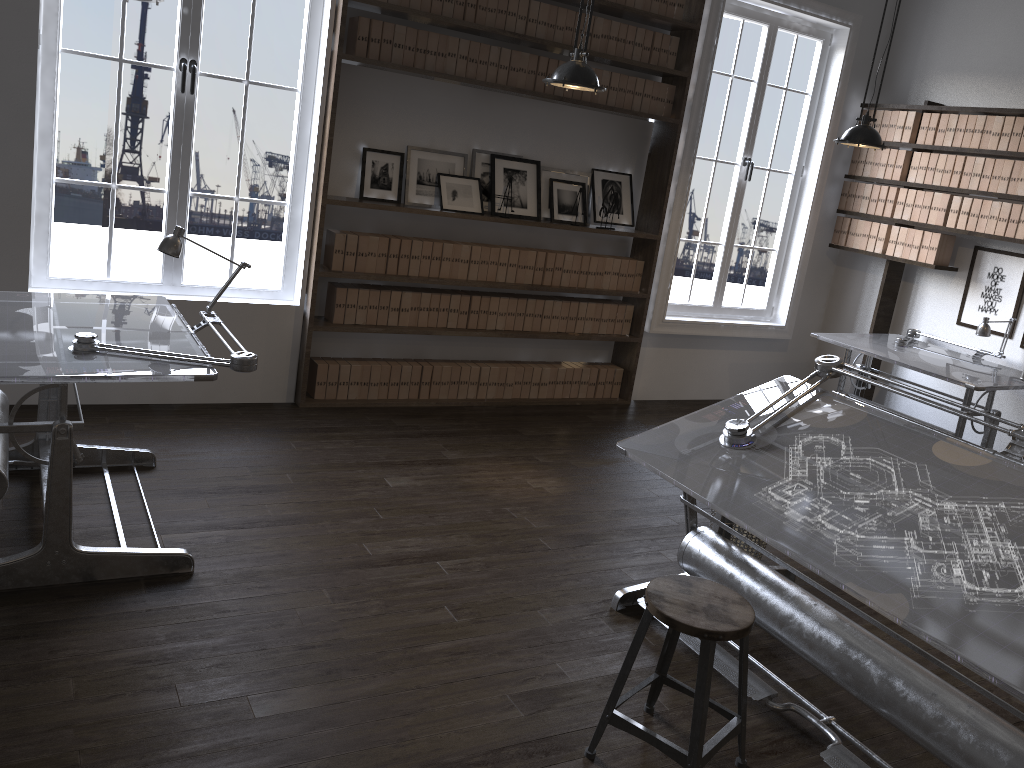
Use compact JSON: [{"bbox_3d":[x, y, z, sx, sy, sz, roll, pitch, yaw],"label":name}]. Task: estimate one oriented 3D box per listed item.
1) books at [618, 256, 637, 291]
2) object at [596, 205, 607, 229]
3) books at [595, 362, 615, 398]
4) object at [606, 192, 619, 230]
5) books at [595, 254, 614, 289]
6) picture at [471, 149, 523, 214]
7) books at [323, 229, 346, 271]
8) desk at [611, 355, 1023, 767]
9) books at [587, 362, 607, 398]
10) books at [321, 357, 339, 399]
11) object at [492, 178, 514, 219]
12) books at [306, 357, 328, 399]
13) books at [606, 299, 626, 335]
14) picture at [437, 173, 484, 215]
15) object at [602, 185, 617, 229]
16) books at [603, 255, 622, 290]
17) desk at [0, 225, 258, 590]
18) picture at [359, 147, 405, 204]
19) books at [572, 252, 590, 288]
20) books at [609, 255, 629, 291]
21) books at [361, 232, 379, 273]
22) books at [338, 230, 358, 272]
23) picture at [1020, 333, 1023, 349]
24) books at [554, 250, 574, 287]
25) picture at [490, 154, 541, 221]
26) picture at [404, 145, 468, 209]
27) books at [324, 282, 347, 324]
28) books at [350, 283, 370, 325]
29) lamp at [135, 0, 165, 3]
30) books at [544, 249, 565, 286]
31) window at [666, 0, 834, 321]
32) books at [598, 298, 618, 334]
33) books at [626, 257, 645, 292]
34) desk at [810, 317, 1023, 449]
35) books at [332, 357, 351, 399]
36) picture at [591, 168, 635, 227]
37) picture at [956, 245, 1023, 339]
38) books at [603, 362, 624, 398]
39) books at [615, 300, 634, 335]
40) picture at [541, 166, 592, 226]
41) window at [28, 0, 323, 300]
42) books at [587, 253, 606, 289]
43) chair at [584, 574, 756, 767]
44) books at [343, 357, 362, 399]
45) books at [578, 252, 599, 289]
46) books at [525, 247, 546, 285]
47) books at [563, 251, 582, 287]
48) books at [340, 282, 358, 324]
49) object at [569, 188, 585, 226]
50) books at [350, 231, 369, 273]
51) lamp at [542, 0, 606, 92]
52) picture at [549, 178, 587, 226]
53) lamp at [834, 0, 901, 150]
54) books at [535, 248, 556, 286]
[{"bbox_3d":[0.807,-0.799,6.404,0.066,0.223,0.176,2,15,-30],"label":"books"},{"bbox_3d":[0.617,-1.136,6.038,0.066,0.164,0.040,2,14,-30],"label":"object"},{"bbox_3d":[0.669,-0.029,6.558,0.066,0.223,0.176,2,15,-30],"label":"books"},{"bbox_3d":[0.706,-1.200,6.146,0.110,0.259,0.040,2,14,-30],"label":"object"},{"bbox_3d":[0.630,-0.798,6.298,0.066,0.223,0.176,2,15,-30],"label":"books"},{"bbox_3d":[-0.105,-1.314,5.813,0.369,0.402,0.092,1,14,-30],"label":"picture"},{"bbox_3d":[-1.067,-0.805,5.323,0.066,0.223,0.176,2,15,-30],"label":"books"},{"bbox_3d":[1.318,0.445,2.955,1.076,1.372,2.307,1,16,-30],"label":"desk"},{"bbox_3d":[0.608,-0.028,6.516,0.067,0.223,0.176,2,15,-30],"label":"books"},{"bbox_3d":[-1.144,-0.036,5.514,0.066,0.223,0.176,2,15,-30],"label":"books"},{"bbox_3d":[-0.050,-1.189,5.656,0.174,0.257,0.040,1,14,-30],"label":"object"},{"bbox_3d":[-1.206,-0.037,5.481,0.066,0.223,0.176,2,15,-30],"label":"books"},{"bbox_3d":[0.737,-0.490,6.456,0.066,0.223,0.176,2,15,-30],"label":"books"},{"bbox_3d":[-0.325,-1.204,5.624,0.299,0.226,0.146,1,15,-30],"label":"picture"},{"bbox_3d":[0.663,-1.212,6.084,0.118,0.301,0.040,2,14,-30],"label":"object"},{"bbox_3d":[0.688,-0.798,6.329,0.067,0.223,0.176,2,15,-30],"label":"books"},{"bbox_3d":[-1.619,-0.034,3.431,1.170,1.176,1.283,1,15,-30],"label":"desk"},{"bbox_3d":[-0.799,-1.278,5.444,0.266,0.312,0.058,1,14,-30],"label":"picture"},{"bbox_3d":[0.458,-0.800,6.202,0.066,0.223,0.176,2,15,-30],"label":"books"},{"bbox_3d":[0.747,-0.799,6.368,0.066,0.223,0.176,2,15,-30],"label":"books"},{"bbox_3d":[-0.887,-0.805,5.427,0.066,0.223,0.176,2,15,-30],"label":"books"},{"bbox_3d":[-1.003,-0.804,5.356,0.066,0.223,0.176,2,15,-30],"label":"books"},{"bbox_3d":[3.504,-0.296,5.854,0.023,0.181,0.254,2,15,-30],"label":"picture"},{"bbox_3d":[0.337,-0.799,6.128,0.066,0.223,0.176,2,15,-30],"label":"books"},{"bbox_3d":[0.027,-1.291,5.833,0.373,0.387,0.150,1,14,-30],"label":"picture"},{"bbox_3d":[-0.479,-1.294,5.600,0.415,0.361,0.084,1,14,-30],"label":"picture"},{"bbox_3d":[-1.078,-0.496,5.407,0.067,0.223,0.176,2,15,-30],"label":"books"},{"bbox_3d":[-0.954,-0.496,5.482,0.066,0.223,0.176,2,15,-30],"label":"books"},{"bbox_3d":[-1.278,-2.513,3.031,0.313,2.229,0.313,18,15,38],"label":"lamp"},{"bbox_3d":[0.273,-0.801,6.097,0.066,0.223,0.176,2,15,-30],"label":"books"},{"bbox_3d":[1.736,-1.596,6.656,1.244,2.285,0.155,1,14,-30],"label":"window"},{"bbox_3d":[0.675,-0.491,6.421,0.066,0.223,0.176,2,15,-30],"label":"books"},{"bbox_3d":[0.867,-0.796,6.431,0.067,0.223,0.176,2,15,-30],"label":"books"},{"bbox_3d":[2.792,0.045,5.913,1.070,1.086,1.283,1,15,-30],"label":"desk"},{"bbox_3d":[-1.082,-0.035,5.546,0.067,0.223,0.176,2,15,-30],"label":"books"},{"bbox_3d":[0.713,-1.311,6.245,0.343,0.360,0.162,1,15,-30],"label":"picture"},{"bbox_3d":[3.338,-0.643,6.145,0.040,0.569,0.420,2,15,-30],"label":"picture"},{"bbox_3d":[0.736,-0.028,6.593,0.066,0.223,0.176,2,15,-30],"label":"books"},{"bbox_3d":[0.800,-0.489,6.488,0.066,0.223,0.176,2,15,-30],"label":"books"},{"bbox_3d":[0.360,-1.288,6.084,0.433,0.357,0.096,1,14,-30],"label":"picture"},{"bbox_3d":[-1.758,-1.637,4.785,1.481,2.471,0.155,1,14,-30],"label":"window"},{"bbox_3d":[0.575,-0.799,6.268,0.066,0.223,0.176,2,15,-30],"label":"books"},{"bbox_3d":[0.496,0.870,2.570,0.361,0.522,0.373,19,16,36],"label":"chair"},{"bbox_3d":[-1.020,-0.035,5.584,0.066,0.223,0.176,2,15,-30],"label":"books"},{"bbox_3d":[0.519,-0.798,6.231,0.067,0.223,0.176,2,15,-30],"label":"books"},{"bbox_3d":[0.144,-0.801,6.022,0.066,0.223,0.176,2,15,-30],"label":"books"},{"bbox_3d":[0.396,-0.800,6.167,0.066,0.223,0.176,2,15,-30],"label":"books"},{"bbox_3d":[-1.015,-0.496,5.443,0.066,0.223,0.176,2,15,-30],"label":"books"},{"bbox_3d":[0.445,-1.189,5.955,0.124,0.257,0.040,2,14,-30],"label":"object"},{"bbox_3d":[-0.940,-0.804,5.392,0.067,0.223,0.176,2,15,-30],"label":"books"},{"bbox_3d":[0.467,-2.507,4.039,0.313,2.229,0.313,18,15,38],"label":"lamp"},{"bbox_3d":[0.385,-1.243,6.062,0.289,0.287,0.128,1,15,-30],"label":"picture"},{"bbox_3d":[2.249,-2.499,5.058,0.313,2.229,0.313,18,15,38],"label":"lamp"},{"bbox_3d":[0.210,-0.799,6.055,0.067,0.223,0.176,2,15,-30],"label":"books"}]
